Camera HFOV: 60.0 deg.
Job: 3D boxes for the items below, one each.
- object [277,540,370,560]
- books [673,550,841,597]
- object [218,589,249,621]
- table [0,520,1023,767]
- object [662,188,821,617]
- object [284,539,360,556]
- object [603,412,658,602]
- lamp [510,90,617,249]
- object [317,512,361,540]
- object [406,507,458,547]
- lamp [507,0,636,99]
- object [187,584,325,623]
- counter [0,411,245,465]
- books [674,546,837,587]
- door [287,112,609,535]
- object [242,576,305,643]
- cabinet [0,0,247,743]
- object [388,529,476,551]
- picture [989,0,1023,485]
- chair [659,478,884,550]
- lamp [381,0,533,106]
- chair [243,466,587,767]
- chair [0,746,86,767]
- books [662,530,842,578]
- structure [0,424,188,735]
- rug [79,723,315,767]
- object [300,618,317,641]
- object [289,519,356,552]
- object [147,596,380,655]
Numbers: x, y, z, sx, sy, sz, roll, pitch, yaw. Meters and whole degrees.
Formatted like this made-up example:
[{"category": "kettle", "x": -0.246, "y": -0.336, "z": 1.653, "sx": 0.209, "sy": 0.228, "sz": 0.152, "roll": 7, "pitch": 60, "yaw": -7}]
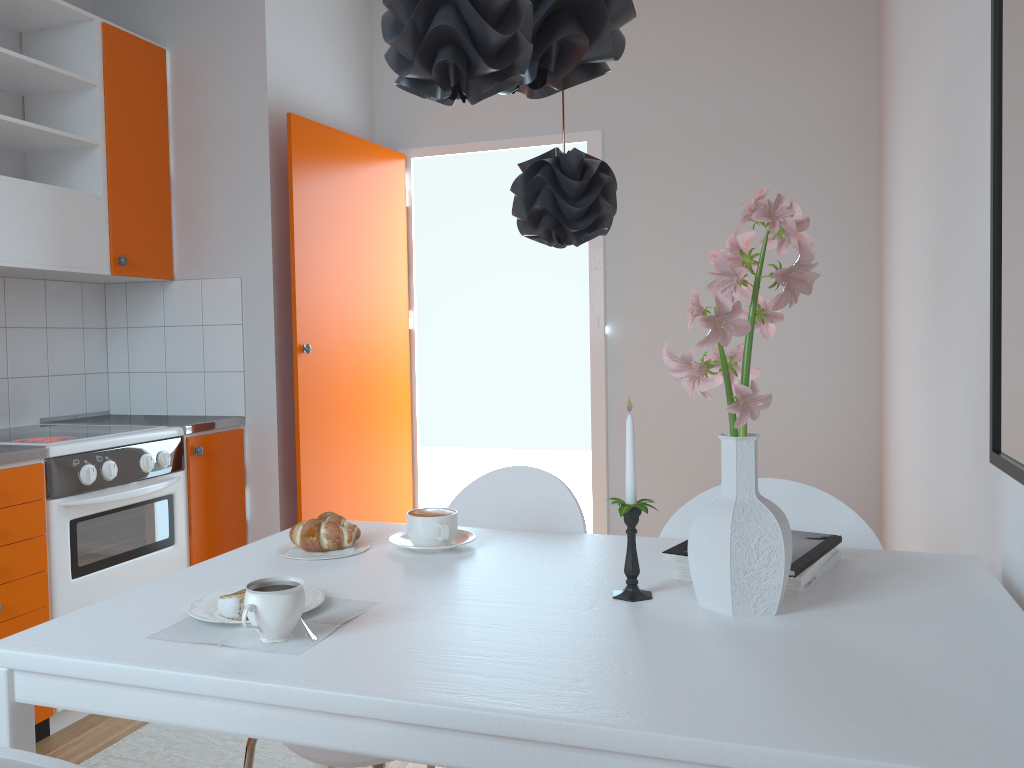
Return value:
[{"category": "object", "x": -0.345, "y": 0.302, "z": 1.626, "sx": 0.165, "sy": 0.005, "sz": 0.169, "roll": -3, "pitch": 3, "yaw": -29}, {"category": "books", "x": 0.402, "y": 0.291, "z": 1.434, "sx": 0.194, "sy": 0.014, "sz": 0.255, "roll": 1, "pitch": 4, "yaw": 33}, {"category": "object", "x": -0.372, "y": 0.300, "z": 1.272, "sx": 0.075, "sy": 0.043, "sz": 0.127, "roll": -1, "pitch": 3, "yaw": 11}, {"category": "table", "x": 0.060, "y": 0.696, "z": 1.327, "sx": 1.285, "sy": 0.770, "sz": 0.827, "roll": 0, "pitch": 3, "yaw": 19}, {"category": "object", "x": 0.314, "y": 0.022, "z": 1.203, "sx": 0.175, "sy": 0.579, "sz": 0.183, "roll": -3, "pitch": 3, "yaw": -45}, {"category": "object", "x": -0.347, "y": 0.300, "z": 1.629, "sx": 0.122, "sy": 0.005, "sz": 0.120, "roll": -1, "pitch": 3, "yaw": -1}, {"category": "object", "x": 0.174, "y": 0.161, "z": 1.291, "sx": 0.078, "sy": 0.298, "sz": 0.080, "roll": -2, "pitch": 3, "yaw": -31}, {"category": "lamp", "x": 0.073, "y": -0.976, "z": 1.425, "sx": 0.172, "sy": 1.505, "sz": 0.167, "roll": 1, "pitch": 3, "yaw": 35}, {"category": "object", "x": -0.325, "y": 0.271, "z": 1.657, "sx": 0.075, "sy": 0.059, "sz": 0.059, "roll": 1, "pitch": 3, "yaw": 40}, {"category": "object", "x": -0.144, "y": 0.263, "z": 1.625, "sx": 0.099, "sy": 0.064, "sz": 0.093, "roll": 0, "pitch": 3, "yaw": 22}, {"category": "lamp", "x": 0.018, "y": -1.067, "z": 1.255, "sx": 0.292, "sy": 1.293, "sz": 0.298, "roll": -2, "pitch": 3, "yaw": -25}, {"category": "object", "x": -0.364, "y": 0.316, "z": 1.268, "sx": 0.193, "sy": 0.012, "sz": 0.190, "roll": 0, "pitch": 3, "yaw": 16}, {"category": "counter", "x": -1.852, "y": 0.258, "z": 2.159, "sx": 0.684, "sy": 0.132, "sz": 3.090, "roll": 0, "pitch": 3, "yaw": 18}, {"category": "books", "x": 0.398, "y": 0.277, "z": 1.430, "sx": 0.194, "sy": 0.014, "sz": 0.250, "roll": 1, "pitch": 3, "yaw": 32}, {"category": "door", "x": -0.338, "y": -0.075, "z": 3.987, "sx": 1.383, "sy": 2.054, "sz": 0.695, "roll": -2, "pitch": 3, "yaw": -23}, {"category": "object", "x": -0.307, "y": 0.292, "z": 1.137, "sx": 0.083, "sy": 0.070, "sz": 0.077, "roll": -2, "pitch": 3, "yaw": -22}, {"category": "cabinet", "x": -1.841, "y": -0.098, "z": 2.140, "sx": 0.708, "sy": 2.347, "sz": 3.092, "roll": 0, "pitch": 3, "yaw": 18}, {"category": "object", "x": -0.146, "y": 0.291, "z": 1.628, "sx": 0.163, "sy": 0.020, "sz": 0.158, "roll": 1, "pitch": 3, "yaw": 33}, {"category": "picture", "x": 0.660, "y": -0.375, "z": 1.052, "sx": 0.017, "sy": 1.052, "sz": 0.793, "roll": 0, "pitch": 3, "yaw": 18}, {"category": "chair", "x": 0.387, "y": 0.634, "z": 1.452, "sx": 0.510, "sy": 0.870, "sz": 0.638, "roll": 0, "pitch": 3, "yaw": 23}, {"category": "lamp", "x": -0.073, "y": -1.071, "z": 0.973, "sx": 0.170, "sy": 1.505, "sz": 0.169, "roll": -1, "pitch": 2, "yaw": 10}, {"category": "chair", "x": -0.172, "y": 0.630, "z": 1.741, "sx": 0.512, "sy": 0.870, "sz": 0.636, "roll": 1, "pitch": 3, "yaw": 44}, {"category": "chair", "x": -0.355, "y": 0.674, "z": 0.963, "sx": 0.506, "sy": 0.870, "sz": 0.643, "roll": -1, "pitch": 3, "yaw": 8}, {"category": "books", "x": 0.393, "y": 0.264, "z": 1.435, "sx": 0.210, "sy": 0.012, "sz": 0.253, "roll": 1, "pitch": 4, "yaw": 35}, {"category": "structure", "x": -1.551, "y": 0.596, "z": 2.999, "sx": 0.736, "sy": 0.864, "sz": 0.616, "roll": 0, "pitch": 3, "yaw": 19}, {"category": "rug", "x": -1.027, "y": 1.073, "z": 1.836, "sx": 0.683, "sy": 0.009, "sz": 1.665, "roll": 0, "pitch": 3, "yaw": 18}, {"category": "object", "x": -0.285, "y": 0.310, "z": 1.179, "sx": 0.027, "sy": 0.027, "sz": 0.131, "roll": -2, "pitch": 3, "yaw": -23}, {"category": "object", "x": -0.355, "y": 0.274, "z": 1.612, "sx": 0.132, "sy": 0.060, "sz": 0.069, "roll": 0, "pitch": 3, "yaw": 19}, {"category": "object", "x": -0.333, "y": 0.322, "z": 1.220, "sx": 0.230, "sy": 0.003, "sz": 0.226, "roll": 0, "pitch": 3, "yaw": 19}]
